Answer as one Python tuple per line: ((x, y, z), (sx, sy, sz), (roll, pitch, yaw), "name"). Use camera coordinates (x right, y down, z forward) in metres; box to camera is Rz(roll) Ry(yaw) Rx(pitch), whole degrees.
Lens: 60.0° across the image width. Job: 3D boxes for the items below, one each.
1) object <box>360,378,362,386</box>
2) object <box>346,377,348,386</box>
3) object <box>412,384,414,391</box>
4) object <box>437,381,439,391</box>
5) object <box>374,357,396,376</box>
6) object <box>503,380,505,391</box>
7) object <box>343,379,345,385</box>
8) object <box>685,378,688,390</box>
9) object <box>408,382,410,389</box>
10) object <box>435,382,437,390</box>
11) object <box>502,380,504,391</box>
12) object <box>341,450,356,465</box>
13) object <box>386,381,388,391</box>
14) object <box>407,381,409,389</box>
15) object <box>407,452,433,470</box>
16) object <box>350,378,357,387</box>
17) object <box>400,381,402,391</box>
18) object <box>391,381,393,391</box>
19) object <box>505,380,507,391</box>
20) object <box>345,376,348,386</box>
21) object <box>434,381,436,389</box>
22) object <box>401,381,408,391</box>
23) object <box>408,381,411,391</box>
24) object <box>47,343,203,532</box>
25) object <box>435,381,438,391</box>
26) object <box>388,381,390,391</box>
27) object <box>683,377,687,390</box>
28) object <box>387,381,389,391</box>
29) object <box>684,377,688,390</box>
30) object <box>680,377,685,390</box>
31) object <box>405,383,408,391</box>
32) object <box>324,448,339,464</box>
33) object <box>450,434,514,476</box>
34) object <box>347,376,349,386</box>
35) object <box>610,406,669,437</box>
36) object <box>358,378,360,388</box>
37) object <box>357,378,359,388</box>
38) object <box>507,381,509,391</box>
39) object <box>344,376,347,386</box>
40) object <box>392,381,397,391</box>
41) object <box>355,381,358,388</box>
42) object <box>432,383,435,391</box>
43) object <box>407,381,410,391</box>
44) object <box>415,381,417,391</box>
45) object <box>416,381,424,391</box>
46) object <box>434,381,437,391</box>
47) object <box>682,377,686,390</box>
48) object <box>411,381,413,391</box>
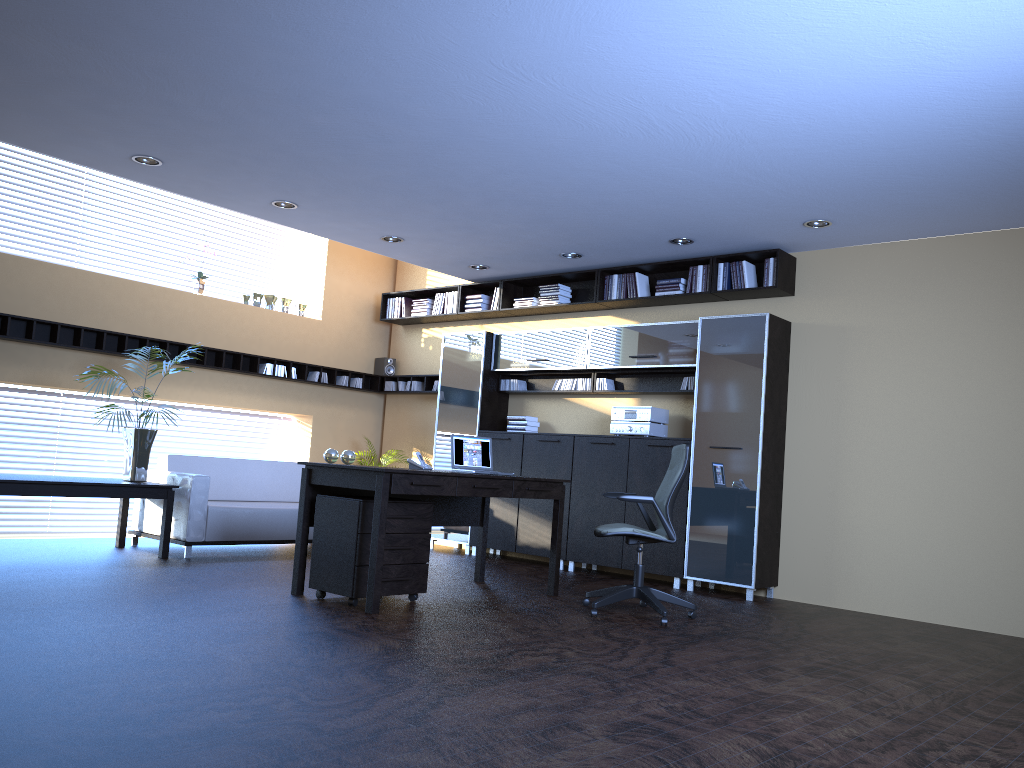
((-1.889, -0.009, 10.813), (0.142, 0.120, 0.009), (0, -6, 41), "object")
((-2.024, -0.032, 10.666), (0.142, 0.120, 0.009), (0, -6, 41), "object")
((-1.144, 0.031, 10.664), (0.009, 0.120, 0.142), (1, -6, 41), "object")
((-0.817, 0.028, 10.381), (0.009, 0.120, 0.142), (1, -6, 41), "object")
((-1.587, -0.205, 11.093), (0.159, 0.229, 0.254), (8, -6, -39), "object")
((-0.039, 0.021, 9.709), (0.009, 0.120, 0.142), (1, -6, 41), "object")
((-2.052, -0.037, 10.635), (0.142, 0.120, 0.030), (0, -6, 41), "object")
((1.654, 0.003, 8.224), (0.026, 0.117, 0.140), (1, -6, 41), "object")
((-1.193, 0.032, 10.707), (0.030, 0.120, 0.142), (1, -6, 41), "object")
((-0.840, 0.029, 10.401), (0.030, 0.120, 0.142), (1, -6, 41), "object")
((-0.051, 0.020, 9.712), (0.009, 0.120, 0.142), (1, -6, 41), "object")
((-1.149, 0.513, 6.217), (0.105, 0.105, 0.105), (7, -5, -30), "object")
((-1.495, 0.035, 10.969), (0.009, 0.120, 0.142), (1, -6, 41), "object")
((-1.209, 0.032, 10.721), (0.030, 0.120, 0.142), (1, -6, 41), "object")
((-0.657, 0.552, 6.362), (0.146, 0.126, 0.130), (2, -5, 26), "object")
((-1.940, -0.016, 10.759), (0.142, 0.118, 0.040), (0, -6, 41), "object")
((-1.304, 0.033, 10.804), (0.030, 0.120, 0.142), (1, -6, 41), "object")
((-1.433, 0.034, 10.915), (0.009, 0.120, 0.142), (1, -6, 41), "object")
((-0.021, 0.020, 9.685), (0.009, 0.120, 0.142), (1, -6, 41), "object")
((-2.035, -0.035, 10.648), (0.142, 0.120, 0.030), (0, -6, 41), "object")
((-0.856, 0.029, 10.414), (0.030, 0.120, 0.142), (1, -6, 41), "object")
((-1.293, 0.034, 10.794), (0.040, 0.118, 0.142), (1, -6, 41), "object")
((-1.185, 0.032, 10.700), (0.030, 0.120, 0.142), (1, -6, 41), "object")
((-3.513, 0.531, 8.062), (1.041, 1.856, 1.897), (7, -5, -29), "object")
((-0.832, 0.029, 10.394), (0.030, 0.120, 0.142), (1, -6, 41), "object")
((-1.464, 0.035, 10.942), (0.009, 0.120, 0.142), (1, -6, 41), "object")
((1.645, 0.004, 8.244), (0.030, 0.120, 0.142), (1, -6, 41), "object")
((-1.479, 0.035, 10.955), (0.009, 0.120, 0.142), (1, -6, 41), "object")
((1.653, 0.004, 8.237), (0.030, 0.120, 0.142), (1, -6, 41), "object")
((1.626, 0.005, 8.260), (0.040, 0.118, 0.142), (1, -6, 41), "object")
((-1.220, 0.034, 10.730), (0.040, 0.118, 0.142), (1, -6, 41), "object")
((-1.258, 0.501, 6.168), (0.105, 0.105, 0.105), (7, -5, -30), "object")
((-0.222, 0.533, 6.672), (0.391, 0.282, 0.323), (8, -6, -39), "object")
((-2.020, -0.031, 10.675), (0.142, 0.120, 0.009), (0, -6, 41), "object")
((1.200, 0.363, 8.375), (0.430, 0.281, 0.364), (0, -7, 41), "object")
((-1.908, -0.012, 10.789), (0.140, 0.118, 0.006), (0, -6, 41), "object")
((-1.917, -0.013, 10.784), (0.142, 0.120, 0.009), (0, -6, 41), "object")
((0.002, 0.020, 9.665), (0.009, 0.120, 0.142), (1, -6, 41), "object")
((-2.044, -0.036, 10.642), (0.142, 0.120, 0.030), (0, -6, 41), "object")
((-1.414, 0.035, 10.899), (0.040, 0.118, 0.142), (1, -6, 41), "object")
((-1.928, -0.015, 10.780), (0.142, 0.120, 0.009), (0, -6, 41), "object")
((-0.867, 0.030, 10.424), (0.040, 0.118, 0.142), (1, -6, 41), "object")
((-1.201, 0.032, 10.714), (0.030, 0.120, 0.142), (1, -6, 41), "object")
((-1.104, 0.031, 10.630), (0.030, 0.120, 0.142), (1, -6, 41), "object")
((-1.093, 0.032, 10.620), (0.040, 0.118, 0.142), (1, -6, 41), "object")
((-0.848, 0.029, 10.408), (0.030, 0.120, 0.142), (1, -6, 41), "object")
((1.637, 0.004, 8.251), (0.030, 0.120, 0.142), (1, -6, 41), "object")
((-1.151, 0.032, 10.671), (0.009, 0.120, 0.142), (1, -6, 41), "object")
